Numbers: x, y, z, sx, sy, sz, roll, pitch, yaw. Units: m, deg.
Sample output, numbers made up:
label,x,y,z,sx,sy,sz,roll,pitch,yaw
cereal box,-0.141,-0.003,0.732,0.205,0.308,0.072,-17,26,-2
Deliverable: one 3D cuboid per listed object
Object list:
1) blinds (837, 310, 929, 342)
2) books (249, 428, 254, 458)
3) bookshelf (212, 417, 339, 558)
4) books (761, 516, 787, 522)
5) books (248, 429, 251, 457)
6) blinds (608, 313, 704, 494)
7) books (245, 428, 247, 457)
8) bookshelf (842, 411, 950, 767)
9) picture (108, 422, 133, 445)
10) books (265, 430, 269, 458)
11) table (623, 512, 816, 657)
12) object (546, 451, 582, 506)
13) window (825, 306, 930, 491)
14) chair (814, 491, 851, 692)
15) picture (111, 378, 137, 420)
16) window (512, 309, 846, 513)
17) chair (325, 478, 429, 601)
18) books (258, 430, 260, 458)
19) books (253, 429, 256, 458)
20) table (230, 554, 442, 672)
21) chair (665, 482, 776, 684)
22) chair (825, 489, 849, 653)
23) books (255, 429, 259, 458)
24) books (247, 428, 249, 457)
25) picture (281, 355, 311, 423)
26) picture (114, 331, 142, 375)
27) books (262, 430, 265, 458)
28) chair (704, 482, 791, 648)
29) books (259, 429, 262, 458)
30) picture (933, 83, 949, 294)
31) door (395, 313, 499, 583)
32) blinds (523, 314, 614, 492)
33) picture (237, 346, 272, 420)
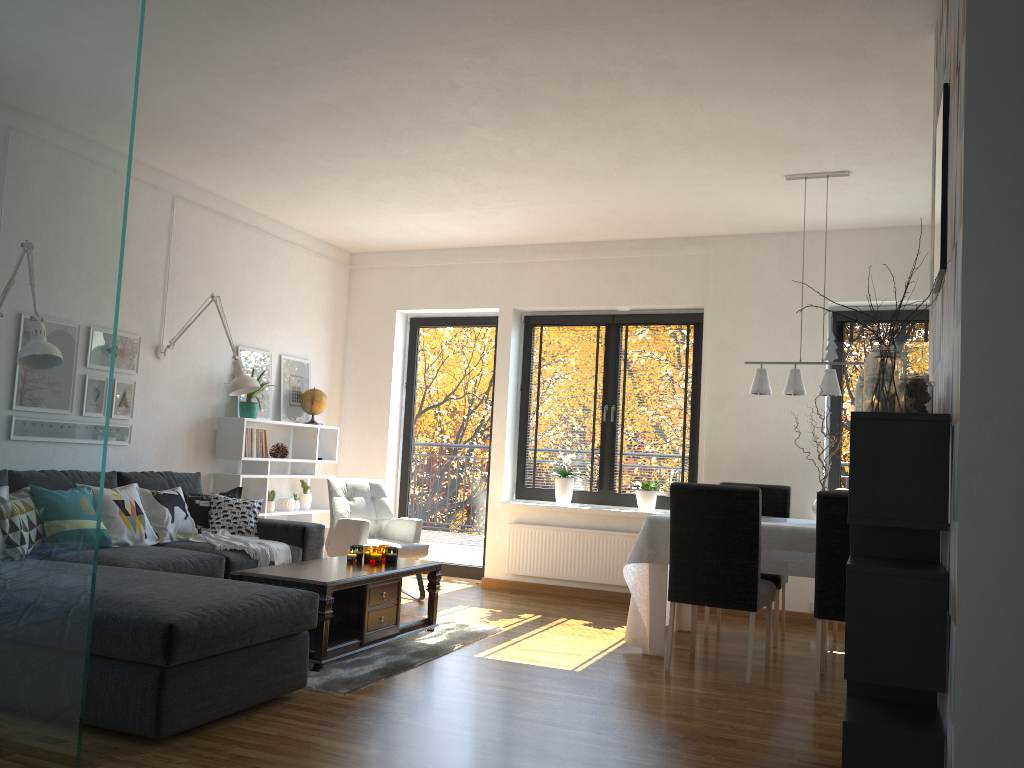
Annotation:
label,x,y,z,sx,sy,sz,roll,pitch,yaw
blinds,2.686,-0.410,6.302,0.710,0.229,0.049,1,-5,23
books,-1.919,0.423,6.388,0.133,0.210,0.044,1,-5,23
bookshelf,-1.789,0.892,6.763,0.237,1.199,1.191,1,-5,23
books,1.410,0.771,5.099,0.204,0.022,0.278,7,-7,-41
books,-1.933,0.422,6.365,0.136,0.209,0.044,1,-5,23
blinds,1.115,0.158,6.897,0.710,1.421,0.049,1,-5,23
books,-1.949,0.419,6.330,0.136,0.210,0.033,1,-5,23
bookshelf,1.198,0.731,2.802,0.237,1.199,1.191,1,-5,23
picture,-2.565,0.278,5.211,0.021,0.136,0.838,1,-5,23
books,-1.858,0.441,6.545,0.132,0.204,0.070,1,-5,23
table,1.650,1.171,5.041,1.856,0.762,1.237,1,-5,23
object,0.414,0.734,6.940,0.286,0.443,0.340,2,-5,11
window,2.999,0.236,6.152,1.561,1.586,0.120,1,-5,23
chair,1.767,1.024,4.430,0.461,0.959,0.545,1,-5,23
picture,-2.426,0.095,5.536,0.021,0.248,0.166,1,-5,23
window,5.724,3.573,17.492,21.847,18.351,12.976,7,-6,-37
chair,-1.003,1.111,6.376,0.545,0.831,0.685,7,-6,-42
books,-1.895,0.434,6.463,0.131,0.204,0.035,1,-5,23
books,-1.914,0.427,6.417,0.135,0.208,0.048,1,-5,23
table,-0.896,1.172,4.708,0.570,0.408,1.181,1,-5,23
chair,1.117,1.013,4.700,0.461,0.959,0.545,1,-5,28
chair,2.142,1.124,5.338,0.461,0.959,0.545,1,-5,28
books,-1.902,0.430,6.442,0.133,0.209,0.044,1,-5,22
books,-1.941,0.418,6.344,0.129,0.209,0.035,1,-5,23
picture,-1.739,0.056,7.131,0.059,0.532,0.390,1,-5,23
picture,-2.450,-0.201,5.464,0.021,0.248,0.390,1,-5,23
books,-1.873,0.438,6.517,0.128,0.211,0.061,1,-5,23
chair,1.491,1.113,5.607,0.461,0.959,0.545,1,-5,23
books,-1.887,0.434,6.484,0.133,0.208,0.044,1,-5,23
picture,1.338,-0.594,2.770,0.014,0.558,0.366,1,-5,23
door,-0.530,0.518,7.583,0.976,2.272,0.120,1,-5,23
blinds,0.447,0.146,7.173,0.710,1.421,0.049,1,-5,23
picture,-1.933,0.004,6.662,0.059,0.532,0.390,1,-5,23
